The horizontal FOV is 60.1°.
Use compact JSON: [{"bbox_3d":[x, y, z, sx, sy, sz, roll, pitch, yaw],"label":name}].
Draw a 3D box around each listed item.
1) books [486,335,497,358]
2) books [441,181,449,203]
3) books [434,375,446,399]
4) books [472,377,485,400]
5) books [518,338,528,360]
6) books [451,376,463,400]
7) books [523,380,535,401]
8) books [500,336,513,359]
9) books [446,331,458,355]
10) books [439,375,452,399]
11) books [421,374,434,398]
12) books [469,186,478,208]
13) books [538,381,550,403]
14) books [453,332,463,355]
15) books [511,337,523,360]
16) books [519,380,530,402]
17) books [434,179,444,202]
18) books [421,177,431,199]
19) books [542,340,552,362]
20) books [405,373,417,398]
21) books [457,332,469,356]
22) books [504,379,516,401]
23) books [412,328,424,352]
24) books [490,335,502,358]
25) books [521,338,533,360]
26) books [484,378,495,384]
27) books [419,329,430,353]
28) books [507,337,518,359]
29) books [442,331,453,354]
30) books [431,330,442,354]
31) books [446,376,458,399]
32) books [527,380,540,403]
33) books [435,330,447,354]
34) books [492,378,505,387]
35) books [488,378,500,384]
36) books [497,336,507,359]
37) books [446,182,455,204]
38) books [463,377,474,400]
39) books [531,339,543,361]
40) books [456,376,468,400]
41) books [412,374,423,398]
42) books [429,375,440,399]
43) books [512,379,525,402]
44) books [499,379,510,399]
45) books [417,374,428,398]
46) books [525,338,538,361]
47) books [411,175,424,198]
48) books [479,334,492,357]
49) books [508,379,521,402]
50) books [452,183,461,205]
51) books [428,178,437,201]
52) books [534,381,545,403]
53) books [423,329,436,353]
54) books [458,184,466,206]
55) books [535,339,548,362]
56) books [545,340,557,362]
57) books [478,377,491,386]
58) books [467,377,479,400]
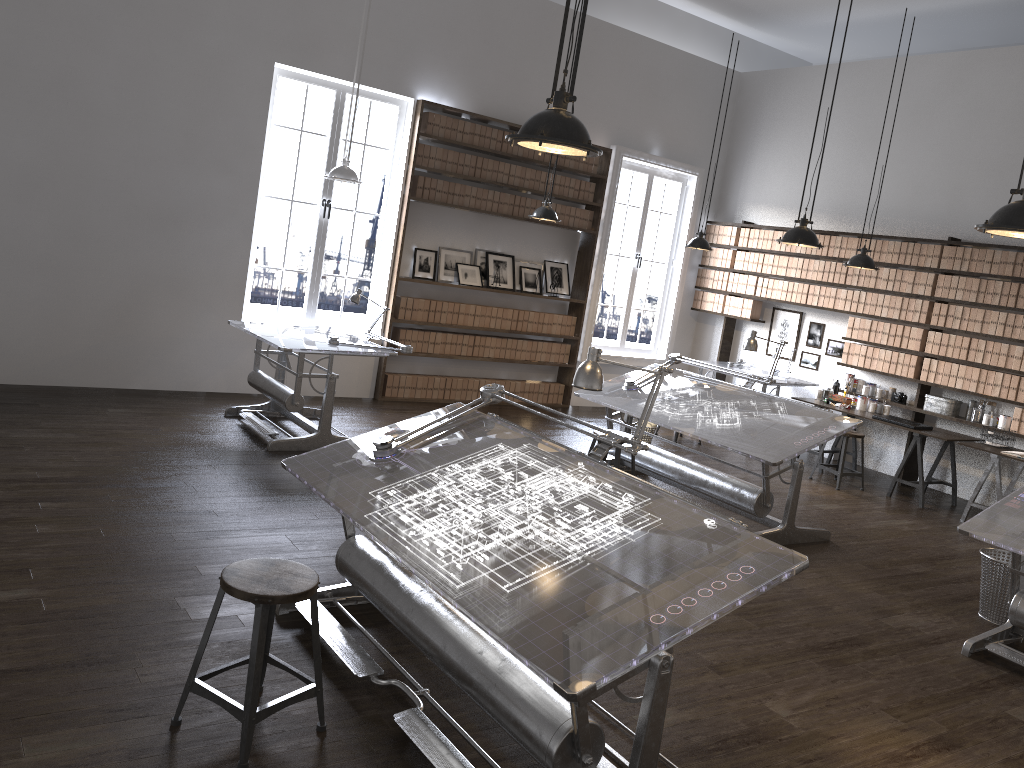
[{"bbox_3d":[-0.257,-0.415,9.730,0.066,0.224,0.176,5,8,-35],"label":"books"},{"bbox_3d":[-0.729,-1.971,9.080,0.066,0.224,0.176,5,8,-35],"label":"books"},{"bbox_3d":[-0.792,0.031,9.455,0.066,0.224,0.176,5,8,-35],"label":"books"},{"bbox_3d":[-0.384,0.054,9.737,0.067,0.224,0.176,5,8,-35],"label":"books"},{"bbox_3d":[0.087,-0.397,9.974,0.066,0.224,0.176,5,8,-35],"label":"books"},{"bbox_3d":[-0.615,0.041,9.577,0.066,0.224,0.176,5,8,-35],"label":"books"},{"bbox_3d":[0.168,0.083,10.134,0.066,0.224,0.176,5,8,-35],"label":"books"},{"bbox_3d":[-0.083,-0.406,9.855,0.066,0.224,0.176,5,8,-35],"label":"books"},{"bbox_3d":[-0.665,-0.438,9.444,0.066,0.224,0.176,5,8,-35],"label":"books"},{"bbox_3d":[-0.727,0.035,9.494,0.067,0.224,0.176,5,8,-35],"label":"books"},{"bbox_3d":[-0.907,0.025,9.373,0.066,0.224,0.176,5,8,-35],"label":"books"},{"bbox_3d":[-0.449,-1.955,9.272,0.067,0.224,0.176,5,8,-35],"label":"books"},{"bbox_3d":[0.341,0.092,10.257,0.066,0.224,0.176,5,8,-35],"label":"books"},{"bbox_3d":[-0.607,-0.435,9.485,0.066,0.224,0.176,5,8,-35],"label":"books"},{"bbox_3d":[0.030,-0.399,9.929,0.066,0.224,0.176,5,8,-35],"label":"books"},{"bbox_3d":[0.116,0.081,10.090,0.067,0.224,0.176,5,8,-35],"label":"books"},{"bbox_3d":[-0.784,-1.973,9.036,0.066,0.224,0.176,5,8,-35],"label":"books"},{"bbox_3d":[-0.902,-1.979,8.951,0.067,0.224,0.176,5,8,-35],"label":"books"},{"bbox_3d":[0.367,-0.382,10.174,0.066,0.224,0.176,5,8,-35],"label":"books"},{"bbox_3d":[-1.073,0.016,9.253,0.066,0.224,0.176,5,8,-35],"label":"books"},{"bbox_3d":[-0.547,-0.431,9.523,0.066,0.224,0.176,5,8,-35],"label":"books"},{"bbox_3d":[-0.049,0.072,9.975,0.067,0.224,0.176,5,8,-35],"label":"books"},{"bbox_3d":[-0.999,-0.456,9.209,0.066,0.224,0.176,5,8,-35],"label":"books"},{"bbox_3d":[-0.202,-0.413,9.774,0.066,0.224,0.176,5,8,-35],"label":"books"},{"bbox_3d":[0.142,-0.394,10.017,0.066,0.224,0.176,5,8,-35],"label":"books"},{"bbox_3d":[-0.276,0.059,9.818,0.066,0.224,0.176,5,8,-35],"label":"books"},{"bbox_3d":[-0.941,-0.452,9.248,0.066,0.224,0.176,5,8,-35],"label":"books"},{"bbox_3d":[-0.029,-0.402,9.888,0.067,0.224,0.176,5,8,-35],"label":"books"},{"bbox_3d":[-0.717,-0.439,9.401,0.067,0.224,0.176,5,8,-35],"label":"books"},{"bbox_3d":[-0.824,-0.446,9.328,0.066,0.224,0.176,5,8,-35],"label":"books"},{"bbox_3d":[-0.670,0.037,9.541,0.066,0.224,0.176,5,8,-35],"label":"books"},{"bbox_3d":[0.226,0.086,10.175,0.066,0.224,0.176,5,8,-35],"label":"books"},{"bbox_3d":[-0.774,-0.443,9.366,0.066,0.224,0.176,5,8,-35],"label":"books"},{"bbox_3d":[-0.166,0.064,9.899,0.066,0.224,0.176,5,8,-35],"label":"books"},{"bbox_3d":[-0.219,0.063,9.853,0.067,0.224,0.176,5,8,-35],"label":"books"},{"bbox_3d":[-0.144,-0.409,9.812,0.066,0.224,0.176,5,8,-35],"label":"books"},{"bbox_3d":[-0.671,-1.967,9.121,0.066,0.224,0.176,5,8,-35],"label":"books"},{"bbox_3d":[-0.503,0.048,9.651,0.066,0.224,0.176,5,8,-35],"label":"books"},{"bbox_3d":[0.259,-0.387,10.093,0.067,0.224,0.176,5,8,-35],"label":"books"},{"bbox_3d":[-0.562,0.045,9.609,0.067,0.224,0.176,5,8,-35],"label":"books"},{"bbox_3d":[-1.016,0.020,9.288,0.067,0.224,0.176,5,8,-35],"label":"books"},{"bbox_3d":[-0.847,0.029,9.410,0.066,0.224,0.176,5,8,-35],"label":"books"},{"bbox_3d":[0.059,0.077,10.055,0.066,0.224,0.176,5,8,-35],"label":"books"},{"bbox_3d":[-0.108,0.068,9.937,0.066,0.224,0.176,5,8,-35],"label":"books"},{"bbox_3d":[-0.964,0.022,9.332,0.066,0.224,0.176,5,8,-35],"label":"books"},{"bbox_3d":[0.199,-0.391,10.056,0.066,0.224,0.176,5,8,-35],"label":"books"},{"bbox_3d":[-0.966,-1.983,8.913,0.066,0.224,0.176,5,8,-35],"label":"books"},{"bbox_3d":[-0.314,-0.418,9.686,0.066,0.224,0.176,5,8,-35],"label":"books"},{"bbox_3d":[0.009,0.075,10.018,0.066,0.224,0.176,5,8,-35],"label":"books"},{"bbox_3d":[-0.613,-1.963,9.155,0.067,0.224,0.176,5,8,-35],"label":"books"},{"bbox_3d":[-0.844,-1.977,8.999,0.066,0.224,0.176,5,8,-35],"label":"books"},{"bbox_3d":[0.286,0.090,10.212,0.066,0.224,0.176,5,8,-35],"label":"books"},{"bbox_3d":[-0.882,-0.449,9.285,0.067,0.224,0.176,5,8,-35],"label":"books"},{"bbox_3d":[-0.561,-1.961,9.197,0.066,0.224,0.176,5,8,-35],"label":"books"},{"bbox_3d":[0.317,-0.384,10.137,0.066,0.224,0.176,5,8,-35],"label":"books"},{"bbox_3d":[0.424,-0.378,10.209,0.067,0.224,0.176,5,8,-35],"label":"books"},{"bbox_3d":[-0.326,0.057,9.780,0.066,0.224,0.176,5,8,-35],"label":"books"},{"bbox_3d":[-0.446,0.050,9.696,0.066,0.224,0.176,5,8,-35],"label":"books"}]
